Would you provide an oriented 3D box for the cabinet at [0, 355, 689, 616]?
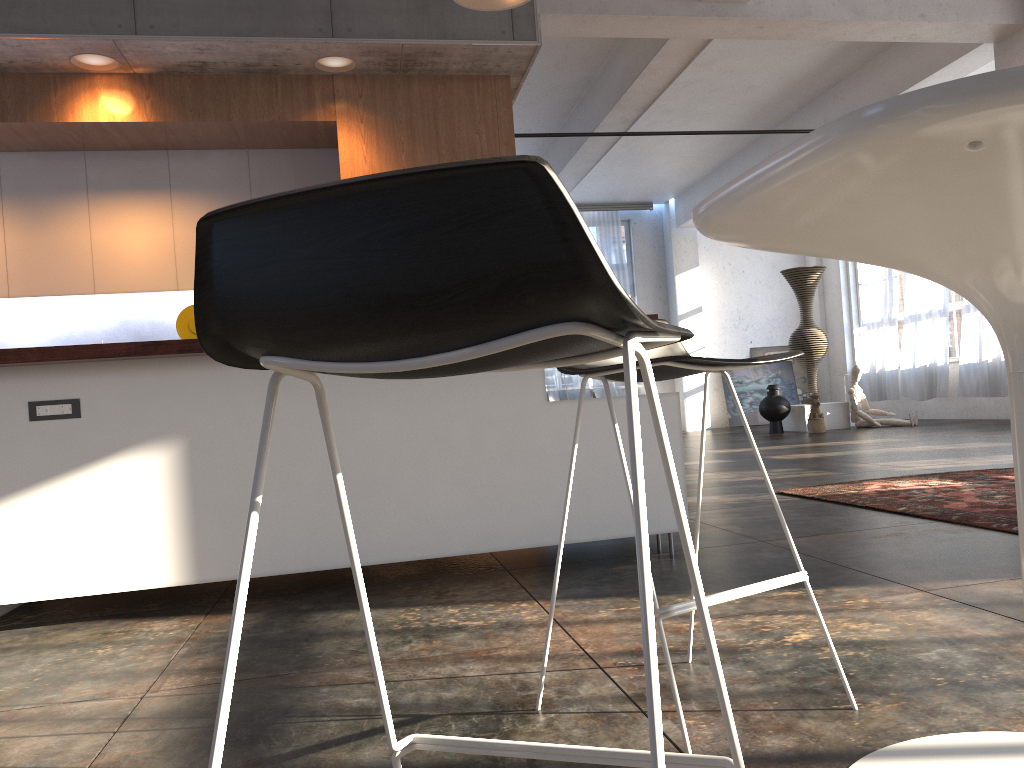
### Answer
[{"bbox_3d":[-2.173,0.450,3.348,5.694,0.930,0.915,-4,-1,-12],"label":"cabinet"}]

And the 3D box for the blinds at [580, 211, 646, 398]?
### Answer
[{"bbox_3d":[1.688,-1.335,14.662,1.065,3.501,0.991,-4,0,-10],"label":"blinds"}]

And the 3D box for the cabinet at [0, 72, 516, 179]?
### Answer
[{"bbox_3d":[-4.106,-0.343,5.837,8.172,2.562,2.360,-4,-1,-12],"label":"cabinet"}]

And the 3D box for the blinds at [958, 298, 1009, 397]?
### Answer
[{"bbox_3d":[6.202,-1.656,11.585,0.364,3.674,1.023,-4,0,-11],"label":"blinds"}]

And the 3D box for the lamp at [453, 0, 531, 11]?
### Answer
[{"bbox_3d":[-0.283,-1.950,3.999,0.988,0.130,1.100,-5,-2,35],"label":"lamp"}]

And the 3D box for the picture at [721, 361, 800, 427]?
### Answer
[{"bbox_3d":[4.402,0.162,15.635,1.445,1.142,0.302,-4,0,-14],"label":"picture"}]

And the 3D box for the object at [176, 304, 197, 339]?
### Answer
[{"bbox_3d":[-1.918,-0.300,5.469,0.276,0.381,0.099,-4,0,-12],"label":"object"}]

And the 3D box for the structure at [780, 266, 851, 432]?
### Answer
[{"bbox_3d":[4.278,-0.488,12.729,0.682,2.326,0.744,-4,0,-11],"label":"structure"}]

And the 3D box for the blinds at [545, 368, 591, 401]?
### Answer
[{"bbox_3d":[0.779,-1.233,14.609,0.698,3.559,0.869,-4,0,-12],"label":"blinds"}]

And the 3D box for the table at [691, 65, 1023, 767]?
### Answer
[{"bbox_3d":[0.758,0.159,1.283,0.835,0.951,0.822,-4,-1,-11],"label":"table"}]

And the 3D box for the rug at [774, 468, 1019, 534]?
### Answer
[{"bbox_3d":[2.767,0.545,4.240,1.869,0.029,2.862,-4,-1,-10],"label":"rug"}]

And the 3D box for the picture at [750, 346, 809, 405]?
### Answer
[{"bbox_3d":[4.900,0.002,15.846,1.157,1.386,0.251,-4,0,-12],"label":"picture"}]

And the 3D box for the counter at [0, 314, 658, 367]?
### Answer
[{"bbox_3d":[-2.779,0.462,3.230,6.710,0.971,1.133,-4,-1,-12],"label":"counter"}]

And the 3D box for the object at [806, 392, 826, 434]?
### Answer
[{"bbox_3d":[4.047,0.416,11.792,0.237,0.600,0.222,-4,0,17],"label":"object"}]

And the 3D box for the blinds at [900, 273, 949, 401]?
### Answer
[{"bbox_3d":[5.985,-1.608,12.897,0.317,3.713,1.016,-4,0,-11],"label":"blinds"}]

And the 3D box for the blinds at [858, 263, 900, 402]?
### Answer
[{"bbox_3d":[5.772,-1.572,14.059,0.342,3.697,1.025,-4,0,-13],"label":"blinds"}]

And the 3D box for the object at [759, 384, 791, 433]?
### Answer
[{"bbox_3d":[3.742,0.356,12.607,0.434,0.693,0.452,-5,-1,43],"label":"object"}]

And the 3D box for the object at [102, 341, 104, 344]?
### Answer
[{"bbox_3d":[-2.578,-0.169,5.594,0.145,0.209,0.059,-4,0,-12],"label":"object"}]

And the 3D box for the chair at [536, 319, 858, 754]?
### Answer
[{"bbox_3d":[0.343,0.293,1.825,0.472,0.895,0.495,-4,0,-34],"label":"chair"}]
